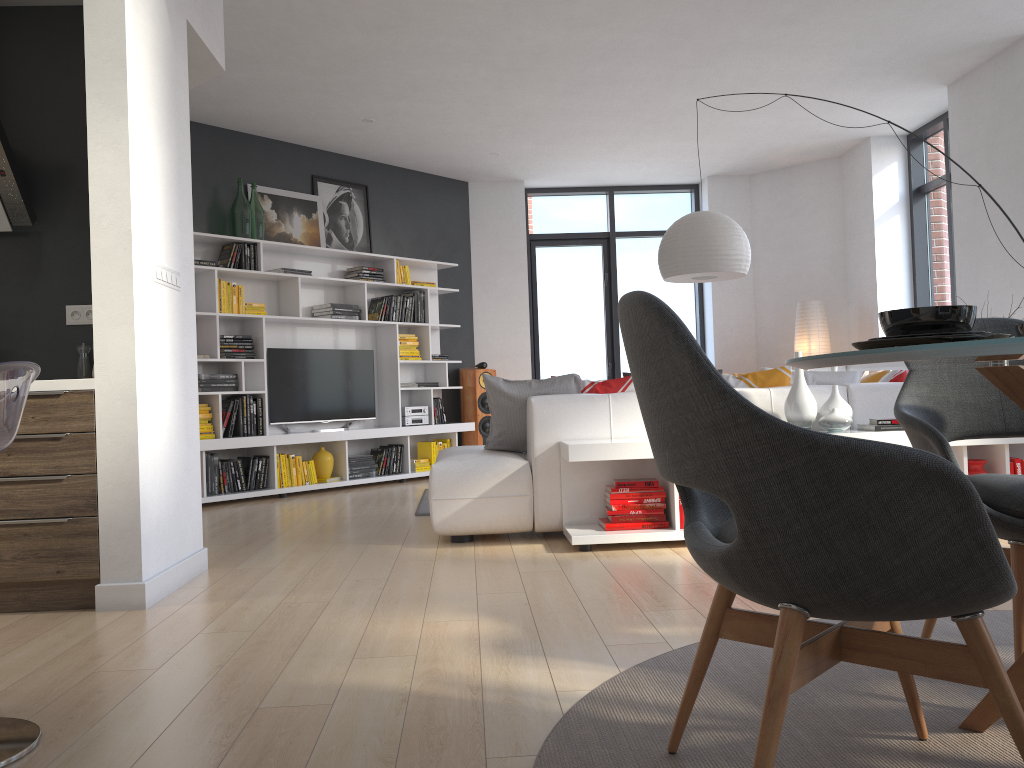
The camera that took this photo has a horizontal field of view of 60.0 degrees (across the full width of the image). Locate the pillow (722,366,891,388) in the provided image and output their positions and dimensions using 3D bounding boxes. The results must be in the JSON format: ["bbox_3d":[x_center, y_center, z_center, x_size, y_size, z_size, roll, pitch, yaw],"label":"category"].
[{"bbox_3d":[1.836,0.121,5.528,0.630,0.440,2.095,-3,-1,44],"label":"pillow"}]

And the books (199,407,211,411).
[{"bbox_3d":[-2.441,0.193,6.746,0.234,0.024,0.171,-1,-1,-44],"label":"books"}]

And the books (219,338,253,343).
[{"bbox_3d":[-2.226,-0.336,7.009,0.284,0.030,0.214,-1,-1,-40],"label":"books"}]

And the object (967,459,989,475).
[{"bbox_3d":[2.249,0.498,4.303,0.125,0.258,0.125,-2,-1,-26],"label":"object"}]

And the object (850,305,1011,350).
[{"bbox_3d":[0.739,-0.094,1.577,0.258,0.074,0.258,-2,-1,-23],"label":"object"}]

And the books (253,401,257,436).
[{"bbox_3d":[-2.105,0.275,7.080,0.200,0.272,0.028,-3,-1,42],"label":"books"}]

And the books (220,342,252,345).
[{"bbox_3d":[-2.213,-0.311,6.992,0.264,0.020,0.189,-1,-1,-45],"label":"books"}]

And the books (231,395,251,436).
[{"bbox_3d":[-2.153,0.250,7.037,0.237,0.326,0.026,-3,-1,42],"label":"books"}]

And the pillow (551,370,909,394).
[{"bbox_3d":[1.338,0.141,4.958,2.250,0.449,0.575,-2,-1,-6],"label":"pillow"}]

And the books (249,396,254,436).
[{"bbox_3d":[-2.133,0.256,7.059,0.239,0.315,0.034,-3,-1,42],"label":"books"}]

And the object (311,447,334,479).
[{"bbox_3d":[-1.593,0.660,7.455,0.185,0.257,0.185,-2,-1,20],"label":"object"}]

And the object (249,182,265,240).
[{"bbox_3d":[-2.098,-1.393,7.230,0.157,0.507,0.157,-2,-1,-34],"label":"object"}]

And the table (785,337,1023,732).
[{"bbox_3d":[1.269,0.306,1.523,1.499,0.764,1.499,-2,-1,-14],"label":"table"}]

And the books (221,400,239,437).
[{"bbox_3d":[-2.232,0.269,6.934,0.210,0.289,0.100,-3,-1,41],"label":"books"}]

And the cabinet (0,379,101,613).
[{"bbox_3d":[-2.502,-0.413,1.456,2.402,2.501,4.694,-2,-1,-3],"label":"cabinet"}]

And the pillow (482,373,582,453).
[{"bbox_3d":[1.224,0.120,5.284,2.953,0.453,0.647,-2,-1,-15],"label":"pillow"}]

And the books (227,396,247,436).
[{"bbox_3d":[-2.173,0.257,7.011,0.237,0.314,0.034,-3,-1,42],"label":"books"}]

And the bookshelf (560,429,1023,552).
[{"bbox_3d":[1.554,0.482,4.296,2.600,0.500,0.356,-2,-1,-3],"label":"bookshelf"}]

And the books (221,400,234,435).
[{"bbox_3d":[-2.280,0.274,6.907,0.232,0.284,0.142,-3,-1,42],"label":"books"}]

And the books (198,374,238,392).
[{"bbox_3d":[-2.341,-0.003,6.865,0.277,0.137,0.343,-3,-1,42],"label":"books"}]

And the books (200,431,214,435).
[{"bbox_3d":[-2.434,0.377,6.724,0.269,0.025,0.213,-1,-1,-45],"label":"books"}]

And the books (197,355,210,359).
[{"bbox_3d":[-2.451,-0.200,6.706,0.266,0.030,0.209,-3,-1,35],"label":"books"}]

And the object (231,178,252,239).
[{"bbox_3d":[-2.160,-1.393,7.077,0.157,0.507,0.157,-2,-1,-34],"label":"object"}]

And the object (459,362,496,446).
[{"bbox_3d":[-0.358,0.331,8.918,0.290,1.088,0.434,-2,-1,-33],"label":"object"}]

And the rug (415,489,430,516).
[{"bbox_3d":[0.495,0.798,6.465,2.326,0.016,1.662,-2,-1,-3],"label":"rug"}]

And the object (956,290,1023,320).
[{"bbox_3d":[2.354,-0.170,4.329,0.406,0.744,0.607,-3,-1,37],"label":"object"}]

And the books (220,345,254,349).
[{"bbox_3d":[-2.209,-0.286,6.990,0.284,0.030,0.214,-1,-1,-40],"label":"books"}]

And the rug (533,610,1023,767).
[{"bbox_3d":[1.273,0.694,1.517,2.499,0.010,2.499,-2,-1,-30],"label":"rug"}]

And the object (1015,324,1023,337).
[{"bbox_3d":[1.270,-0.106,2.076,0.258,0.074,0.258,-2,-1,-23],"label":"object"}]

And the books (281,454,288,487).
[{"bbox_3d":[-1.889,0.696,7.129,0.198,0.258,0.066,-3,-1,42],"label":"books"}]

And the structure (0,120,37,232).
[{"bbox_3d":[-2.488,-1.136,3.614,0.898,0.998,0.407,-2,-1,-3],"label":"structure"}]

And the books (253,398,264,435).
[{"bbox_3d":[-2.080,0.263,7.110,0.230,0.297,0.051,-3,-1,42],"label":"books"}]

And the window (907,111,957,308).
[{"bbox_3d":[3.795,-1.103,7.499,0.170,2.402,1.310,-2,-1,-3],"label":"window"}]

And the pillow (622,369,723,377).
[{"bbox_3d":[1.663,0.103,4.983,2.120,0.436,0.608,-2,-1,-7],"label":"pillow"}]

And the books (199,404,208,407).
[{"bbox_3d":[-2.466,0.169,6.755,0.234,0.024,0.171,-1,-1,-44],"label":"books"}]

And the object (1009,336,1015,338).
[{"bbox_3d":[0.733,-0.064,1.571,0.206,0.015,0.309,-2,-1,2],"label":"object"}]

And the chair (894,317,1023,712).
[{"bbox_3d":[1.294,0.259,2.143,0.655,0.891,0.619,-2,-1,4],"label":"chair"}]

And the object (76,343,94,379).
[{"bbox_3d":[-1.725,-0.164,3.729,0.330,0.316,0.221,-2,-1,-3],"label":"object"}]

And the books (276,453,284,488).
[{"bbox_3d":[-1.909,0.690,7.098,0.213,0.271,0.048,-3,-1,42],"label":"books"}]

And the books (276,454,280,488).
[{"bbox_3d":[-1.919,0.689,7.056,0.204,0.270,0.029,-3,-1,42],"label":"books"}]

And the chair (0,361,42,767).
[{"bbox_3d":[-1.249,0.377,1.901,0.434,0.838,0.475,-2,-1,-5],"label":"chair"}]

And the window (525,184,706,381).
[{"bbox_3d":[1.125,-0.968,9.787,1.960,2.402,0.170,-2,-1,-3],"label":"window"}]

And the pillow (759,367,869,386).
[{"bbox_3d":[2.020,0.100,5.789,0.580,0.456,2.156,-3,-1,23],"label":"pillow"}]

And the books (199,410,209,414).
[{"bbox_3d":[-2.449,0.217,6.742,0.238,0.023,0.167,-2,-1,-32],"label":"books"}]

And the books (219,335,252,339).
[{"bbox_3d":[-2.206,-0.365,6.992,0.246,0.026,0.180,-1,-1,-41],"label":"books"}]

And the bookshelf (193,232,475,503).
[{"bbox_3d":[-1.551,-0.128,7.610,0.455,2.052,3.000,-3,-1,42],"label":"bookshelf"}]

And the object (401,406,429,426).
[{"bbox_3d":[-0.971,0.301,8.301,0.270,0.174,0.285,-3,-1,42],"label":"object"}]

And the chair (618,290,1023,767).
[{"bbox_3d":[0.511,0.279,1.535,0.619,0.891,0.655,-2,-1,-1],"label":"chair"}]

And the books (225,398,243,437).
[{"bbox_3d":[-2.190,0.265,6.984,0.213,0.301,0.028,-3,-1,42],"label":"books"}]

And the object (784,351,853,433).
[{"bbox_3d":[1.501,0.036,4.360,0.316,0.398,0.319,-2,-1,21],"label":"object"}]

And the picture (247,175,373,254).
[{"bbox_3d":[-1.742,-1.494,7.784,0.076,0.707,1.279,-3,-1,42],"label":"picture"}]
